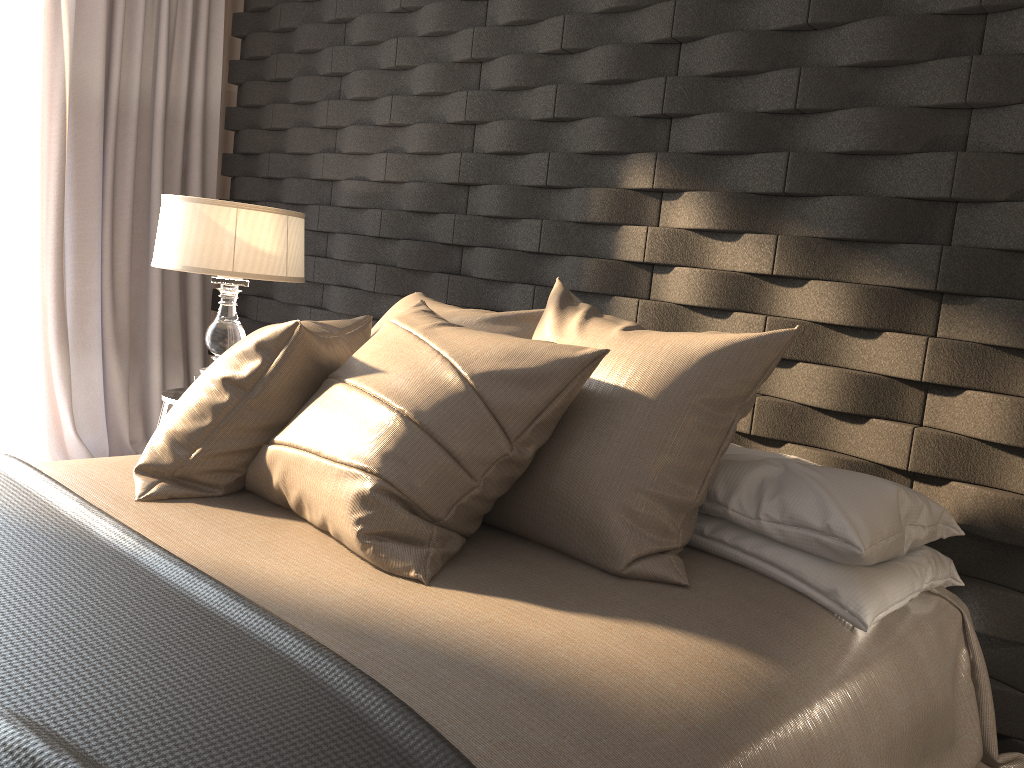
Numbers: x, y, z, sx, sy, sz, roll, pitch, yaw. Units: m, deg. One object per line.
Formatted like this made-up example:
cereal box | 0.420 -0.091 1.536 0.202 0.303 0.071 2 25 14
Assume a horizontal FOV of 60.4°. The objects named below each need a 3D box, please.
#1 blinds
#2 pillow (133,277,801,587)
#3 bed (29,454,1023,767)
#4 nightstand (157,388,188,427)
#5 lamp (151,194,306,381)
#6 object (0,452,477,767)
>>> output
blinds | -1.577 -0.832 3.500 0.324 2.634 1.052 10 7 34
pillow | -0.183 0.008 1.803 1.192 0.517 0.950 13 10 43
bed | -0.498 0.568 1.533 2.171 0.622 2.421 13 10 42
nightstand | -0.995 0.338 2.954 0.580 0.602 0.523 2 8 -35
lamp | -0.935 -0.274 2.902 0.480 0.629 0.453 5 7 -15
object | -0.807 0.397 1.165 1.945 0.321 0.653 13 9 41
